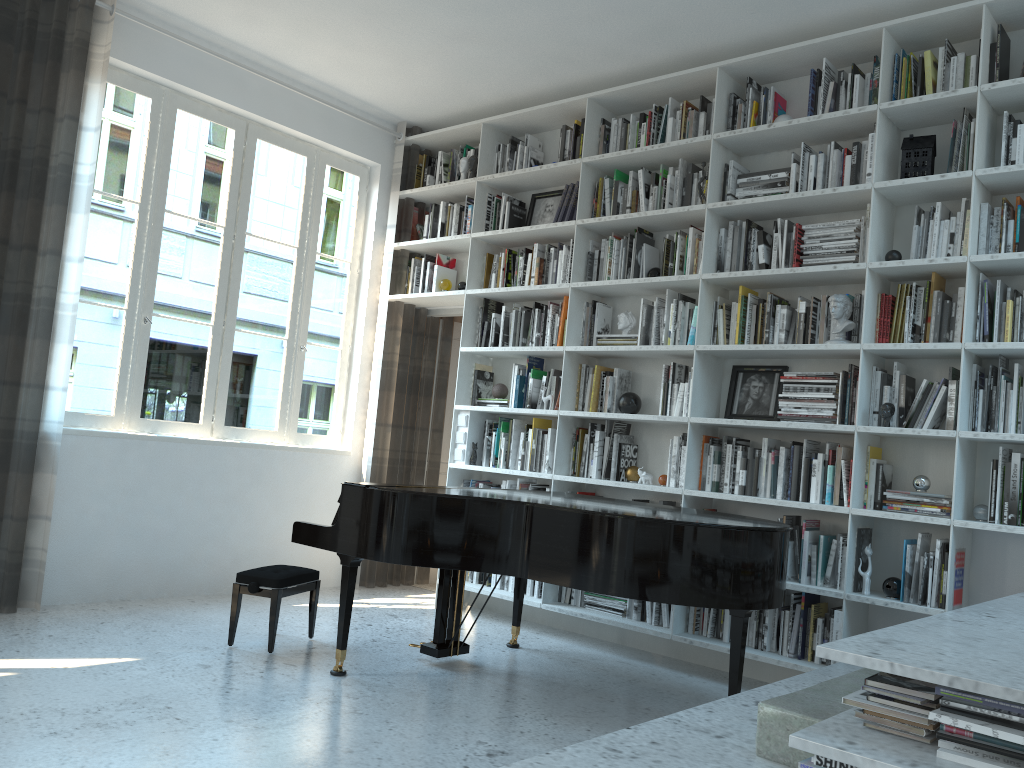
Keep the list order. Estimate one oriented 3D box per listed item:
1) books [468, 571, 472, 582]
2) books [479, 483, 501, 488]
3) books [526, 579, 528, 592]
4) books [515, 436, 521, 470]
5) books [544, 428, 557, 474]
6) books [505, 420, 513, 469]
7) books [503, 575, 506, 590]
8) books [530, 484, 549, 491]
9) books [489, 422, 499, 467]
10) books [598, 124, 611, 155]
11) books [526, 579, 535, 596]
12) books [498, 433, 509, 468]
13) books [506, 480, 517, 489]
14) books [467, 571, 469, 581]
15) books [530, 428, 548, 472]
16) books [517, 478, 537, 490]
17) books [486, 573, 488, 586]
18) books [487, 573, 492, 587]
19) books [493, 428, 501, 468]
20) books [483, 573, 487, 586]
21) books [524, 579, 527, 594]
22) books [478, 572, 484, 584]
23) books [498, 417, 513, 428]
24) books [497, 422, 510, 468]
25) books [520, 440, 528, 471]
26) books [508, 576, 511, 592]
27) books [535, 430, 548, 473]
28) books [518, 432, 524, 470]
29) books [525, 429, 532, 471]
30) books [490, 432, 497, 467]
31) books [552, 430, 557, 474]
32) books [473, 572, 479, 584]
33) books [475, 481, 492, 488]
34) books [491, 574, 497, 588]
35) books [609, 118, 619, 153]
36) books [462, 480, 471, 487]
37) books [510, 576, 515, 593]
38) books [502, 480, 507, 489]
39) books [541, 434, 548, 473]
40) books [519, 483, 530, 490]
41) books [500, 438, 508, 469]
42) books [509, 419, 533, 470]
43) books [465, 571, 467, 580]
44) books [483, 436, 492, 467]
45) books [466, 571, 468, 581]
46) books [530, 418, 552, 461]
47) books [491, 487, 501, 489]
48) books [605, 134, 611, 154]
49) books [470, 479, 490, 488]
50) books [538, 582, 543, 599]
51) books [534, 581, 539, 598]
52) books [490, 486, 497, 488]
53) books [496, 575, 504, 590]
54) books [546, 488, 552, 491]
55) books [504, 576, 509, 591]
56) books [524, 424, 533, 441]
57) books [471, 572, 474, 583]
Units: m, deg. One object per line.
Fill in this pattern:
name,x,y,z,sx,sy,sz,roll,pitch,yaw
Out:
books,-0.205,1.129,5.587,0.022,0.226,0.155,2,-5,41
books,-0.151,0.762,5.589,0.029,0.266,0.172,2,-5,41
books,0.145,1.140,5.285,0.022,0.224,0.141,2,-5,41
books,0.088,0.417,5.458,0.045,0.230,0.138,2,-5,41
books,0.270,0.402,5.266,0.021,0.265,0.185,2,-5,41
books,0.039,0.378,5.467,0.019,0.300,0.180,2,-5,41
books,0.018,1.115,5.388,0.025,0.266,0.159,2,-5,41
books,0.153,0.754,5.332,0.013,0.301,0.173,2,-5,41
books,-0.075,0.386,5.580,0.008,0.279,0.164,2,-5,41
books,0.575,-1.402,5.275,0.029,0.237,0.156,2,-5,41
books,0.164,1.125,5.268,0.027,0.256,0.179,2,-5,41
books,-0.006,0.418,5.506,0.015,0.219,0.190,2,-5,41
books,0.007,0.746,5.449,0.039,0.307,0.172,2,-5,41
books,-0.209,1.084,5.605,0.011,0.318,0.157,2,-5,41
books,0.186,0.402,5.339,0.028,0.260,0.181,2,-5,41
books,0.079,0.738,5.382,0.014,0.325,0.171,2,-5,41
books,-0.086,1.118,5.497,0.027,0.256,0.160,2,-5,41
books,-0.079,1.095,5.474,0.013,0.300,0.184,2,-5,41
books,-0.041,0.403,5.531,0.009,0.244,0.184,2,-5,41
books,-0.110,1.135,5.508,0.022,0.221,0.163,2,-5,41
books,0.135,1.146,5.309,0.024,0.214,0.137,2,-5,41
books,-0.139,1.142,5.541,0.022,0.205,0.159,2,-5,41
books,-0.044,0.370,5.559,0.006,0.314,0.145,2,-5,41
books,-0.015,0.383,5.510,0.007,0.286,0.182,2,-5,41
books,0.127,0.440,5.385,0.029,0.181,0.190,2,-5,41
books,0.050,1.145,5.353,0.028,0.206,0.171,2,-5,41
books,0.209,0.409,5.324,0.028,0.249,0.159,2,-5,41
books,0.104,0.416,5.422,0.027,0.229,0.159,2,-5,41
books,0.158,0.406,5.377,0.026,0.254,0.176,2,-5,41
books,-0.062,0.417,5.557,0.015,0.216,0.180,2,-5,41
books,0.294,0.407,5.269,0.013,0.260,0.142,2,-5,41
books,-0.164,1.110,5.546,0.023,0.266,0.177,2,-5,41
books,-0.191,0.759,5.645,0.010,0.273,0.150,2,-5,41
books,-0.053,1.145,5.439,0.030,0.201,0.168,2,-5,41
books,0.630,-1.419,5.263,0.021,0.278,0.141,2,-5,41
books,-0.256,0.752,5.665,0.011,0.277,0.189,2,-5,41
books,0.067,1.154,5.328,0.031,0.187,0.190,2,-5,41
books,-0.015,0.751,5.492,0.027,0.299,0.142,2,-5,41
books,0.238,0.421,5.317,0.025,0.229,0.153,2,-5,41
books,0.093,0.754,5.379,0.012,0.295,0.176,2,-5,41
books,0.002,0.432,5.491,0.016,0.188,0.183,2,-5,41
books,0.059,0.377,5.466,0.012,0.306,0.189,2,-5,41
books,-0.252,1.094,5.635,0.044,0.293,0.181,2,-5,41
books,-0.103,0.428,5.571,0.019,0.189,0.193,2,-5,41
books,-0.224,1.119,5.616,0.024,0.246,0.143,2,-5,41
books,0.175,0.372,5.363,0.021,0.322,0.172,2,-5,41
books,-0.078,0.770,5.510,0.010,0.252,0.178,2,-5,41
books,0.602,-1.373,5.267,0.024,0.183,0.133,2,-5,41
books,-0.227,0.751,5.651,0.052,0.283,0.172,2,-5,41
books,0.220,1.101,5.210,0.012,0.303,0.165,2,-5,41
books,0.209,1.105,5.222,0.021,0.295,0.188,2,-5,41
books,-0.083,0.768,5.522,0.013,0.256,0.189,2,-5,41
books,-0.014,1.114,5.415,0.031,0.266,0.186,2,-5,41
books,0.241,0.764,5.269,0.025,0.287,0.131,2,-5,41
books,0.033,1.139,5.371,0.021,0.218,0.191,2,-5,41
books,0.121,0.391,5.409,0.014,0.281,0.150,2,-5,41
books,-0.181,1.111,5.554,0.013,0.261,0.174,2,-5,41
